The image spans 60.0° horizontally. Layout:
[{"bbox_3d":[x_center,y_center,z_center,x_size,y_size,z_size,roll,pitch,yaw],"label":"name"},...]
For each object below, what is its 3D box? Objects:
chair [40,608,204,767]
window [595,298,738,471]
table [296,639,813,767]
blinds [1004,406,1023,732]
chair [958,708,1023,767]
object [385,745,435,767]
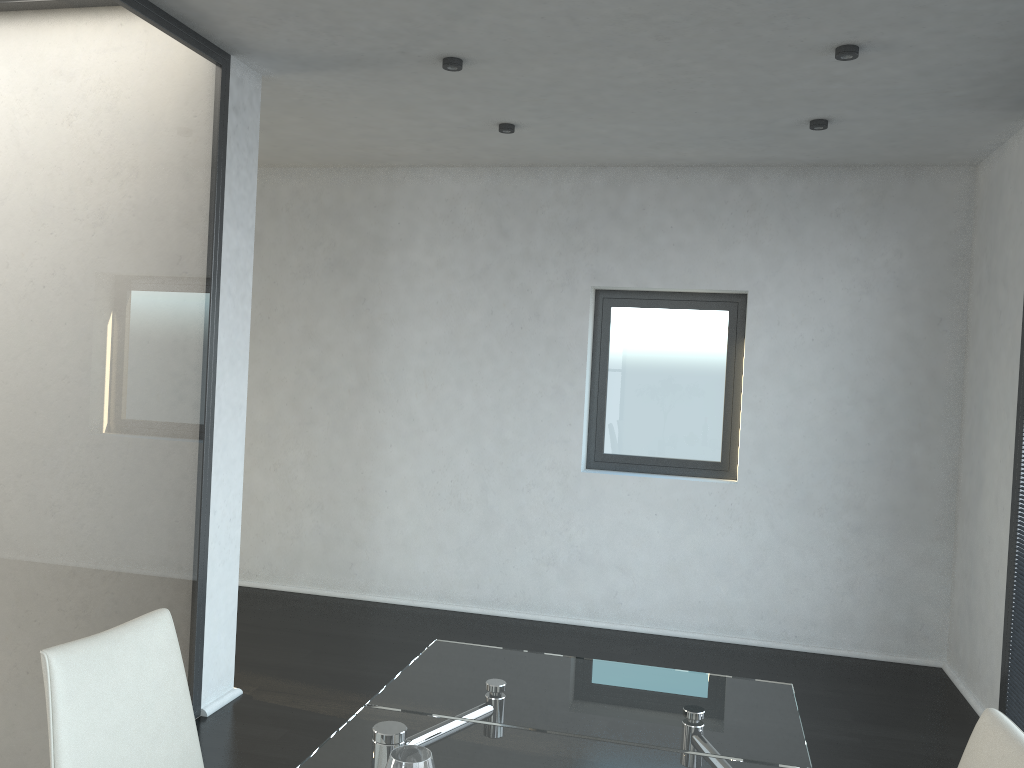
[{"bbox_3d":[-0.516,0.953,1.591,0.612,0.959,0.471,3,1,18],"label":"chair"},{"bbox_3d":[0.925,-0.005,5.354,0.800,1.000,0.050,3,1,13],"label":"window"},{"bbox_3d":[-0.081,1.097,1.010,0.940,0.731,2.720,3,1,13],"label":"table"},{"bbox_3d":[1.986,0.218,2.926,0.018,2.537,1.787,3,1,13],"label":"blinds"},{"bbox_3d":[0.478,1.007,1.380,0.612,0.959,0.471,3,1,8],"label":"chair"},{"bbox_3d":[-0.164,0.654,1.412,0.098,0.132,0.098,4,1,33],"label":"object"}]
